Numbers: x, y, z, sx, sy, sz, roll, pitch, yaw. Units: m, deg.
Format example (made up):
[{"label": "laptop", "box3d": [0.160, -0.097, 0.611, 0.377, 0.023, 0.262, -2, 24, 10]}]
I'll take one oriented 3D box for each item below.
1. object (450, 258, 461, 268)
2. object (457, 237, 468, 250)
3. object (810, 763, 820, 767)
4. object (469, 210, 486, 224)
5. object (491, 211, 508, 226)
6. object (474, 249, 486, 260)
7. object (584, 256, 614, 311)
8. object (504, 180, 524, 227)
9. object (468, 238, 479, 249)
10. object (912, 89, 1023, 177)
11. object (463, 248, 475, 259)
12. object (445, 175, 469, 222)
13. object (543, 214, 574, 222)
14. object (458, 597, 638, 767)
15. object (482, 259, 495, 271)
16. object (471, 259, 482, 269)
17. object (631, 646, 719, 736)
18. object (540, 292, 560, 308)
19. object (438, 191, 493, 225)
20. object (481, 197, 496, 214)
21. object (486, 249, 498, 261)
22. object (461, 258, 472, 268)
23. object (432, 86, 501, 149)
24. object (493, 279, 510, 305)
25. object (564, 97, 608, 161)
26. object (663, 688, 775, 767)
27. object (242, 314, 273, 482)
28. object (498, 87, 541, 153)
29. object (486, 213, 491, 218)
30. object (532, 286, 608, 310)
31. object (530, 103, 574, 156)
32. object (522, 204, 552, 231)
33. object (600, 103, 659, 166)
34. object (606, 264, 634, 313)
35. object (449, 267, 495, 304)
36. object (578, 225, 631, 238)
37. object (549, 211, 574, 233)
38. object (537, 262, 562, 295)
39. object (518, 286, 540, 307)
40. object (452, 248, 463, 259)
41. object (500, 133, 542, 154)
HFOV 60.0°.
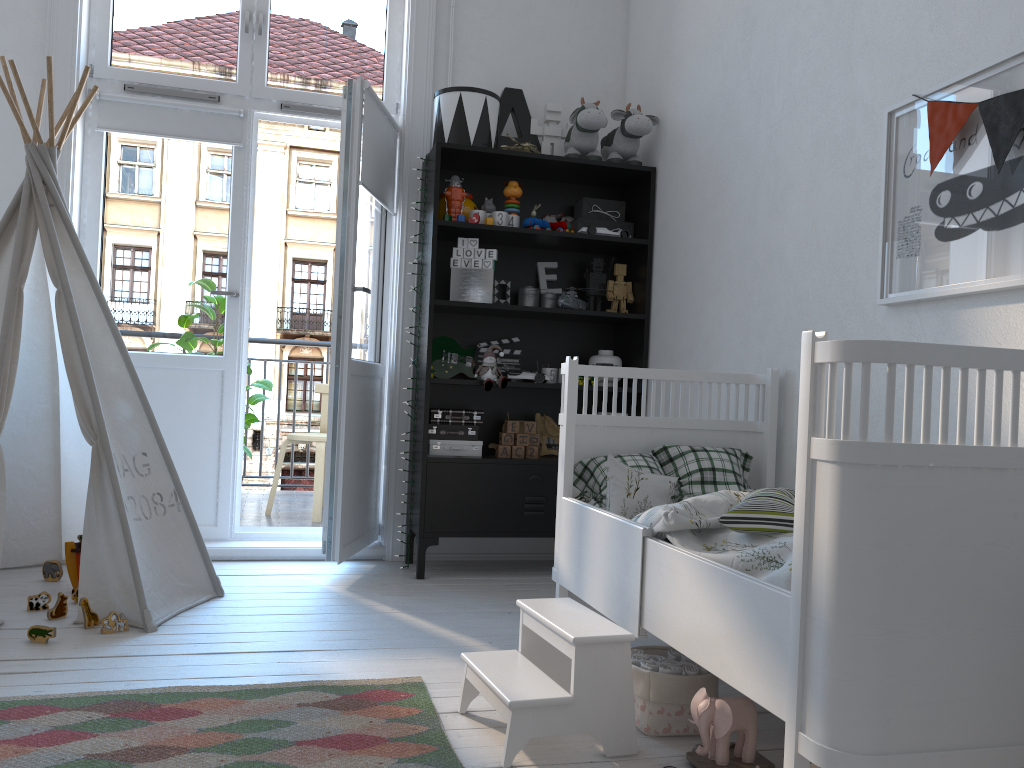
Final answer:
[{"label": "object", "box3d": [-0.222, -0.476, 3.510, 0.040, 0.040, 0.040, 3, -1, 0]}, {"label": "object", "box3d": [-0.196, -0.555, 3.510, 0.040, 0.040, 0.040, 3, -1, -10]}, {"label": "object", "box3d": [0.680, 0.682, 1.499, 0.360, 0.163, 0.242, 3, -1, -40]}, {"label": "object", "box3d": [-0.138, -0.654, 3.536, 0.067, 0.067, 0.067, 3, -1, -14]}, {"label": "object", "box3d": [-0.049, -0.650, 3.543, 0.067, 0.067, 0.067, 3, -1, -14]}, {"label": "object", "box3d": [-0.124, -0.512, 3.510, 0.040, 0.040, 0.040, 2, -1, 15]}, {"label": "object", "box3d": [0.366, -0.419, 3.776, 0.117, 0.259, 0.081, 3, 0, -15]}, {"label": "object", "box3d": [0.001, -0.720, 3.597, 0.077, 0.213, 0.077, 2, 0, 19]}, {"label": "object", "box3d": [-0.154, -0.554, 3.510, 0.040, 0.040, 0.040, 3, -1, -5]}, {"label": "object", "box3d": [1.070, -0.640, 1.720, 0.058, 0.415, 0.904, 3, -1, -15]}, {"label": "object", "box3d": [-0.169, -0.514, 3.510, 0.040, 0.040, 0.040, 2, -1, 5]}, {"label": "object", "box3d": [-0.219, -0.727, 3.514, 0.105, 0.203, 0.072, 3, 0, -7]}, {"label": "object", "box3d": [0.303, -0.664, 3.881, 0.347, 0.131, 0.037, 3, 0, -15]}, {"label": "object", "box3d": [0.072, 0.620, 1.894, 0.288, 0.245, 0.332, 3, -1, -20]}, {"label": "object", "box3d": [-0.093, -0.470, 3.509, 0.040, 0.040, 0.040, 2, -1, 15]}, {"label": "object", "box3d": [-0.139, -0.472, 3.510, 0.040, 0.040, 0.040, 3, -1, 0]}, {"label": "object", "box3d": [0.354, 0.684, 1.999, 0.215, 0.148, 0.240, 3, -1, -8]}, {"label": "object", "box3d": [0.187, -0.345, 3.711, 0.078, 0.091, 0.246, 3, -1, -20]}, {"label": "object", "box3d": [-0.205, -0.721, 3.591, 0.197, 0.197, 0.318, 3, -1, -18]}, {"label": "object", "box3d": [-0.100, -0.697, 3.697, 0.063, 0.160, 0.063, 3, -1, -36]}, {"label": "object", "box3d": [-0.079, -0.510, 3.510, 0.040, 0.040, 0.040, 2, -1, 10]}, {"label": "object", "box3d": [-0.183, -0.474, 3.518, 0.040, 0.040, 0.040, 3, -1, -10]}, {"label": "object", "box3d": [-0.172, -1.050, 3.664, 0.272, 0.259, 0.395, 2, -1, 14]}, {"label": "object", "box3d": [-0.043, -0.375, 3.772, 0.070, 0.134, 0.028, 3, 0, -15]}, {"label": "object", "box3d": [0.293, -1.022, 3.661, 0.154, 0.253, 0.370, 3, -1, -7]}, {"label": "object", "box3d": [0.381, 0.679, 1.727, 0.254, 0.151, 0.125, 3, -1, -16]}, {"label": "object", "box3d": [-1.593, 0.068, 4.688, 0.720, 1.225, 0.489, 3, 0, -5]}, {"label": "object", "box3d": [-0.004, -1.083, 3.785, 0.343, 0.344, 0.057, 3, 0, -15]}, {"label": "object", "box3d": [-0.097, -0.652, 3.592, 0.067, 0.067, 0.067, 3, -1, -41]}, {"label": "object", "box3d": [0.246, -0.349, 3.692, 0.368, 0.106, 0.349, 3, -1, -13]}, {"label": "object", "box3d": [0.170, -1.048, 3.799, 0.190, 0.290, 0.065, 3, 0, -10]}, {"label": "object", "box3d": [0.105, -0.671, 3.624, 0.121, 0.126, 0.087, 3, -1, -38]}, {"label": "object", "box3d": [0.439, -1.015, 3.704, 0.211, 0.253, 0.386, 3, -1, -31]}, {"label": "object", "box3d": [0.454, -0.396, 3.736, 0.114, 0.221, 0.052, 3, 0, -15]}, {"label": "object", "box3d": [-0.159, -0.385, 3.545, 0.170, 0.138, 0.124, 3, -1, 0]}, {"label": "object", "box3d": [0.379, -0.620, 3.648, 0.230, 0.048, 0.098, 3, -1, -25]}, {"label": "object", "box3d": [0.200, -0.666, 3.693, 0.087, 0.112, 0.122, 3, -1, -44]}, {"label": "object", "box3d": [0.161, -0.457, 3.834, 0.107, 0.151, 0.055, 3, 0, -15]}, {"label": "object", "box3d": [0.071, -0.358, 3.766, 0.095, 0.110, 0.095, 3, -1, -10]}, {"label": "object", "box3d": [-0.215, -0.516, 3.510, 0.040, 0.040, 0.040, 3, -1, -5]}, {"label": "object", "box3d": [0.039, -0.961, 3.607, 0.121, 0.100, 0.338, 2, -1, 20]}]
